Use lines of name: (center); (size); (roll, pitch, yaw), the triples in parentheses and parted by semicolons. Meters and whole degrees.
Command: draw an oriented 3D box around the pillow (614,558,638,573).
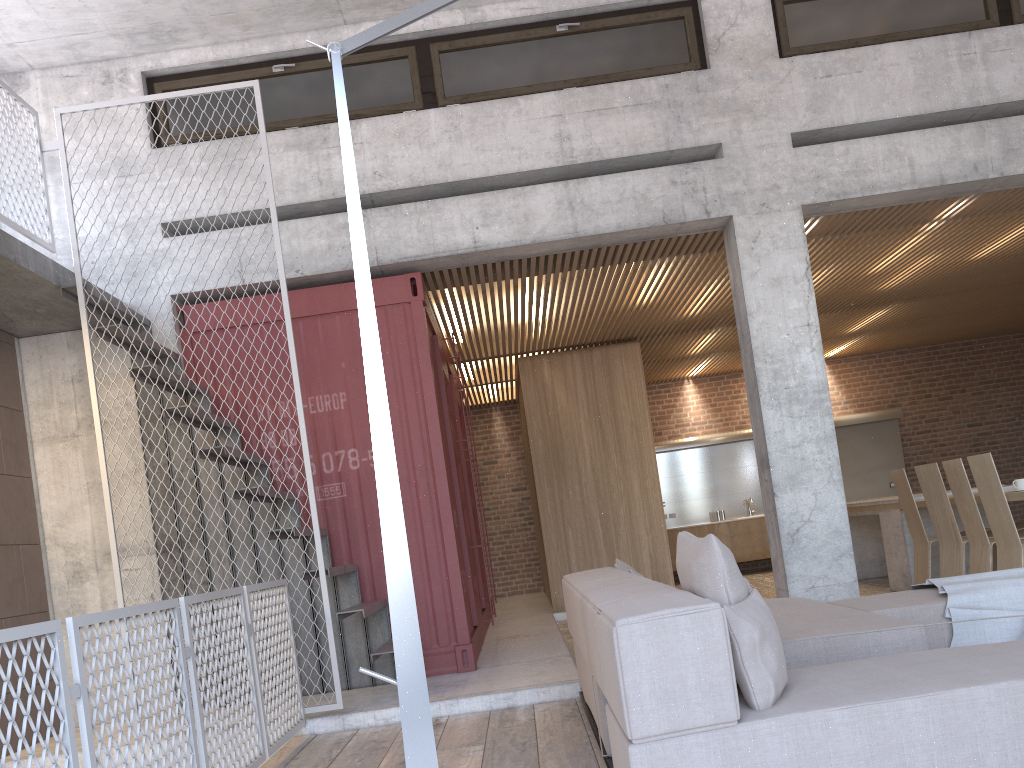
pillow: (0.722, 1.244, 5.354); (0.188, 0.363, 0.366); (-8, -6, 4)

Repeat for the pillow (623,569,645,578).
pillow: (0.745, 1.209, 4.959); (0.187, 0.355, 0.375); (-8, -6, -1)

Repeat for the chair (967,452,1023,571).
chair: (3.714, 1.030, 6.129); (0.723, 1.185, 0.350); (-8, -2, 3)

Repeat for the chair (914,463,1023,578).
chair: (3.799, 1.195, 7.141); (0.721, 1.185, 0.351); (-8, -2, -3)

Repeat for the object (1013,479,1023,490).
object: (3.840, 0.760, 6.607); (0.095, 0.087, 0.116); (-14, -9, 43)

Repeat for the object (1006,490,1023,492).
object: (3.855, 0.802, 6.616); (0.184, 0.014, 0.188); (-6, -10, -14)

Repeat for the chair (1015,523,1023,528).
chair: (4.703, 1.156, 7.644); (0.720, 1.185, 0.352); (-8, -2, -6)

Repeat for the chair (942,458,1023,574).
chair: (3.780, 1.109, 6.635); (0.723, 1.185, 0.350); (-8, -2, 5)

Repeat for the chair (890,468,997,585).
chair: (3.809, 1.282, 7.647); (0.723, 1.185, 0.350); (-8, -2, 5)

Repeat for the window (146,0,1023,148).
window: (1.378, -2.665, 6.774); (8.433, 0.606, 0.114); (-8, -2, 0)

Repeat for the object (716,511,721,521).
object: (3.249, 2.074, 13.789); (0.060, 0.158, 0.060); (-9, -3, 15)

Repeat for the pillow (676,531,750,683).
pillow: (0.734, 0.788, 3.108); (0.221, 0.551, 0.570); (-8, -6, 1)

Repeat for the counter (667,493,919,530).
counter: (4.341, 2.003, 13.716); (4.076, 0.020, 0.662); (-8, -10, 0)

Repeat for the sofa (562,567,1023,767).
sofa: (1.834, 1.113, 4.034); (3.010, 0.777, 3.040); (-8, -9, 0)

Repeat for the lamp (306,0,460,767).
lamp: (0.429, -0.184, 3.029); (2.618, 3.398, 0.763); (-7, -2, -12)

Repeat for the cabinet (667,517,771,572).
cabinet: (4.291, 1.676, 13.937); (4.114, 2.059, 1.085); (-8, -3, 0)

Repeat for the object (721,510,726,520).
object: (3.319, 2.064, 13.789); (0.060, 0.158, 0.060); (-9, -3, 15)

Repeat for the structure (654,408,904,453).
structure: (4.161, 0.754, 13.971); (4.076, 0.156, 0.210); (-8, -7, 0)

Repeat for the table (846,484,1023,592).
table: (4.244, 1.479, 8.329); (1.011, 0.910, 5.263); (-8, -10, -1)

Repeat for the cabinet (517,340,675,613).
cabinet: (1.045, 1.421, 12.397); (1.517, 3.094, 3.804); (-8, -6, -1)

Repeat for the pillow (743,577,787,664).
pillow: (0.854, 0.920, 3.364); (0.168, 0.368, 0.383); (-7, -6, -27)

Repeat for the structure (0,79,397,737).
structure: (-2.465, 0.151, 4.819); (3.036, 4.275, 3.725); (-8, -5, -1)

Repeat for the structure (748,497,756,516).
structure: (3.830, 2.024, 13.899); (0.115, 0.472, 0.250); (-8, -3, -1)

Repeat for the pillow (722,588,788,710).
pillow: (0.781, 0.858, 2.810); (0.153, 0.373, 0.368); (-10, -6, 32)

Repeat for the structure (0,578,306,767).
structure: (-2.340, 1.450, 3.371); (1.925, 0.923, 4.492); (-8, -9, -1)

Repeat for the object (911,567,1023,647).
object: (3.021, 1.191, 4.657); (1.608, 0.498, 1.051); (-11, -9, 18)

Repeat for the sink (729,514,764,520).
sink: (3.821, 2.149, 13.683); (0.729, 0.190, 0.530); (-8, -9, 0)

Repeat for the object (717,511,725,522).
object: (3.281, 2.051, 13.790); (0.144, 0.209, 0.053); (-8, -2, 0)
